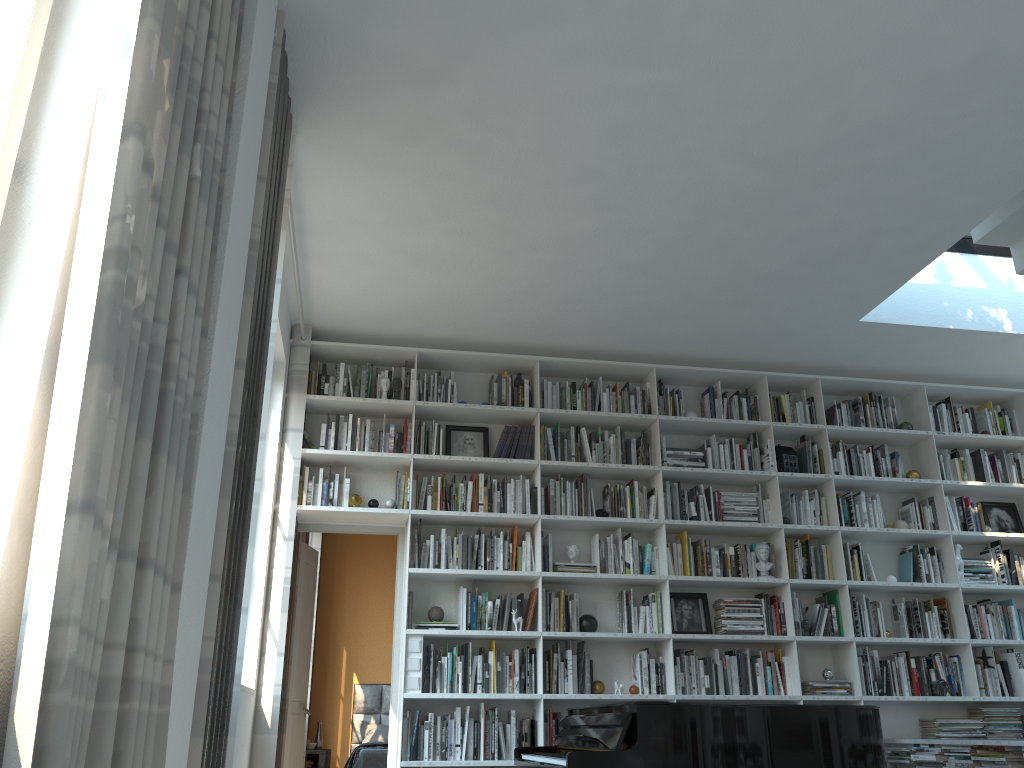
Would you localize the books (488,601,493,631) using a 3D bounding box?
[{"bbox_3d":[-0.151,1.492,5.642,0.029,0.189,0.189,3,-21,-9],"label":"books"}]

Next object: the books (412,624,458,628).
[{"bbox_3d":[-0.485,1.528,5.591,0.285,0.012,0.160,2,-21,-5],"label":"books"}]

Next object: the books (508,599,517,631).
[{"bbox_3d":[0.004,1.498,5.681,0.030,0.207,0.173,3,-21,-9],"label":"books"}]

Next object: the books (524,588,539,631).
[{"bbox_3d":[0.111,1.462,5.686,0.082,0.275,0.229,3,-21,-9],"label":"books"}]

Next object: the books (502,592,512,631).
[{"bbox_3d":[-0.042,1.475,5.689,0.060,0.254,0.159,3,-21,-9],"label":"books"}]

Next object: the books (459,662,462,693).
[{"bbox_3d":[-0.329,1.824,5.488,0.016,0.188,0.184,3,-21,-9],"label":"books"}]

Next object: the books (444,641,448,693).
[{"bbox_3d":[-0.412,1.765,5.511,0.006,0.313,0.146,3,-21,-9],"label":"books"}]

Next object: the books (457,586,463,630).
[{"bbox_3d":[-0.331,1.444,5.650,0.012,0.284,0.160,3,-21,-9],"label":"books"}]

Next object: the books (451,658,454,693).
[{"bbox_3d":[-0.381,1.821,5.513,0.016,0.210,0.146,3,-21,-9],"label":"books"}]

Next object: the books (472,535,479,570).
[{"bbox_3d":[-0.252,1.126,5.803,0.048,0.255,0.142,3,-21,-9],"label":"books"}]

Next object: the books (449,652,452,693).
[{"bbox_3d":[-0.388,1.794,5.488,0.009,0.243,0.185,3,-21,-9],"label":"books"}]

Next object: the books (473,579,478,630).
[{"bbox_3d":[-0.239,1.430,5.684,0.011,0.334,0.154,3,-21,-9],"label":"books"}]

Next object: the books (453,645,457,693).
[{"bbox_3d":[-0.355,1.776,5.500,0.007,0.285,0.183,3,-21,-9],"label":"books"}]

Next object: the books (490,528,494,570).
[{"bbox_3d":[-0.133,1.112,5.832,0.011,0.303,0.130,3,-21,-9],"label":"books"}]

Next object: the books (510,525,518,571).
[{"bbox_3d":[0.005,1.105,5.844,0.035,0.324,0.170,3,-21,-9],"label":"books"}]

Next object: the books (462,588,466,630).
[{"bbox_3d":[-0.313,1.450,5.649,0.024,0.272,0.151,3,-21,-9],"label":"books"}]

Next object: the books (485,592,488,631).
[{"bbox_3d":[-0.173,1.467,5.661,0.011,0.249,0.172,3,-21,-9],"label":"books"}]

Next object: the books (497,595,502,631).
[{"bbox_3d":[-0.080,1.484,5.694,0.013,0.241,0.142,3,-21,-9],"label":"books"}]

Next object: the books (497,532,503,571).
[{"bbox_3d":[-0.078,1.120,5.813,0.015,0.274,0.158,3,-21,-9],"label":"books"}]

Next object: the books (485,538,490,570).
[{"bbox_3d":[-0.165,1.137,5.792,0.013,0.228,0.177,3,-21,-9],"label":"books"}]

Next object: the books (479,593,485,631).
[{"bbox_3d":[-0.192,1.473,5.675,0.022,0.248,0.129,3,-21,-9],"label":"books"}]

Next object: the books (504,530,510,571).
[{"bbox_3d":[-0.035,1.123,5.845,0.015,0.291,0.144,3,-21,-9],"label":"books"}]

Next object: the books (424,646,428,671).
[{"bbox_3d":[-0.535,1.776,5.498,0.008,0.284,0.160,3,-21,-9],"label":"books"}]

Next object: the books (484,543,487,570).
[{"bbox_3d":[-0.184,1.152,5.798,0.021,0.204,0.130,3,-21,-9],"label":"books"}]

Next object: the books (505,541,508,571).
[{"bbox_3d":[-0.051,1.154,5.825,0.021,0.220,0.149,3,-21,-9],"label":"books"}]

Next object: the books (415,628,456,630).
[{"bbox_3d":[-0.486,1.553,5.589,0.254,0.012,0.161,3,-22,-8],"label":"books"}]

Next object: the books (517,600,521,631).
[{"bbox_3d":[0.031,1.502,5.695,0.027,0.209,0.144,3,-21,-9],"label":"books"}]

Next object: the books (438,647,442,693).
[{"bbox_3d":[-0.447,1.778,5.496,0.008,0.278,0.165,3,-21,-9],"label":"books"}]

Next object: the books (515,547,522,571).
[{"bbox_3d":[0.037,1.174,5.827,0.030,0.182,0.152,3,-21,-9],"label":"books"}]

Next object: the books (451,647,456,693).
[{"bbox_3d":[-0.367,1.788,5.518,0.009,0.276,0.158,3,-21,-9],"label":"books"}]

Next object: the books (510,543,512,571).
[{"bbox_3d":[-0.018,1.160,5.818,0.013,0.202,0.162,3,-21,-9],"label":"books"}]

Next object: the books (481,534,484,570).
[{"bbox_3d":[-0.205,1.126,5.804,0.021,0.255,0.156,3,-21,-9],"label":"books"}]

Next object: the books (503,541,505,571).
[{"bbox_3d":[-0.067,1.153,5.818,0.012,0.216,0.161,3,-21,-9],"label":"books"}]

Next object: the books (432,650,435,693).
[{"bbox_3d":[-0.490,1.792,5.500,0.022,0.256,0.142,3,-21,-9],"label":"books"}]

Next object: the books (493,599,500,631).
[{"bbox_3d":[-0.115,1.495,5.684,0.056,0.213,0.143,3,-21,-9],"label":"books"}]

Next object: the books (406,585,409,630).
[{"bbox_3d":[-0.668,1.427,5.606,0.012,0.284,0.160,3,-21,-9],"label":"books"}]

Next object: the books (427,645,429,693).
[{"bbox_3d":[-0.523,1.774,5.499,0.016,0.288,0.153,3,-21,-9],"label":"books"}]

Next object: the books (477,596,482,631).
[{"bbox_3d":[-0.220,1.482,5.674,0.030,0.230,0.148,3,-21,-9],"label":"books"}]

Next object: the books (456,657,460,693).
[{"bbox_3d":[-0.345,1.810,5.495,0.015,0.218,0.191,3,-21,-9],"label":"books"}]

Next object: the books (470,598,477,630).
[{"bbox_3d":[-0.253,1.476,5.627,0.029,0.207,0.190,3,-21,-9],"label":"books"}]

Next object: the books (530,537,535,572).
[{"bbox_3d":[0.126,1.148,5.860,0.036,0.256,0.123,3,-21,-9],"label":"books"}]

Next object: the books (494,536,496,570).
[{"bbox_3d":[-0.121,1.135,5.820,0.011,0.250,0.140,3,-21,-9],"label":"books"}]

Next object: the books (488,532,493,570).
[{"bbox_3d":[-0.141,1.121,5.811,0.012,0.271,0.146,3,-21,-9],"label":"books"}]

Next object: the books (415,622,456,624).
[{"bbox_3d":[-0.486,1.519,5.602,0.254,0.012,0.161,3,-22,-8],"label":"books"}]

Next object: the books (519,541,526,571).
[{"bbox_3d":[0.067,1.158,5.839,0.031,0.222,0.145,3,-21,-9],"label":"books"}]

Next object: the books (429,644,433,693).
[{"bbox_3d":[-0.507,1.770,5.496,0.014,0.293,0.172,3,-21,-9],"label":"books"}]

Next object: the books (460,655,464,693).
[{"bbox_3d":[-0.319,1.818,5.530,0.016,0.229,0.137,3,-21,-9],"label":"books"}]

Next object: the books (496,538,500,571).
[{"bbox_3d":[-0.103,1.144,5.830,0.028,0.241,0.132,3,-21,-9],"label":"books"}]

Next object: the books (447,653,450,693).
[{"bbox_3d":[-0.401,1.799,5.498,0.014,0.242,0.171,3,-21,-9],"label":"books"}]

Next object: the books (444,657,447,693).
[{"bbox_3d":[-0.420,1.807,5.484,0.015,0.216,0.180,3,-21,-9],"label":"books"}]

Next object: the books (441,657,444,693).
[{"bbox_3d":[-0.437,1.810,5.493,0.015,0.217,0.177,3,-21,-9],"label":"books"}]

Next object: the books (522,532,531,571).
[{"bbox_3d":[0.094,1.132,5.859,0.027,0.284,0.148,3,-21,-9],"label":"books"}]

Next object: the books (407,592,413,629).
[{"bbox_3d":[-0.647,1.444,5.592,0.028,0.242,0.157,3,-21,-9],"label":"books"}]

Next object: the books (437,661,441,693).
[{"bbox_3d":[-0.457,1.812,5.459,0.019,0.188,0.194,3,-21,-9],"label":"books"}]

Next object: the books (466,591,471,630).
[{"bbox_3d":[-0.288,1.463,5.658,0.031,0.254,0.144,3,-21,-9],"label":"books"}]

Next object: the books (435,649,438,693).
[{"bbox_3d":[-0.472,1.782,5.485,0.007,0.263,0.177,3,-21,-9],"label":"books"}]

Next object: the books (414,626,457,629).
[{"bbox_3d":[-0.486,1.540,5.589,0.254,0.012,0.161,5,-22,-12],"label":"books"}]

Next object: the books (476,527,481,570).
[{"bbox_3d":[-0.219,1.102,5.799,0.013,0.298,0.152,3,-21,-9],"label":"books"}]

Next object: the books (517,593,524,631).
[{"bbox_3d":[0.054,1.485,5.709,0.021,0.250,0.155,3,-21,-9],"label":"books"}]
